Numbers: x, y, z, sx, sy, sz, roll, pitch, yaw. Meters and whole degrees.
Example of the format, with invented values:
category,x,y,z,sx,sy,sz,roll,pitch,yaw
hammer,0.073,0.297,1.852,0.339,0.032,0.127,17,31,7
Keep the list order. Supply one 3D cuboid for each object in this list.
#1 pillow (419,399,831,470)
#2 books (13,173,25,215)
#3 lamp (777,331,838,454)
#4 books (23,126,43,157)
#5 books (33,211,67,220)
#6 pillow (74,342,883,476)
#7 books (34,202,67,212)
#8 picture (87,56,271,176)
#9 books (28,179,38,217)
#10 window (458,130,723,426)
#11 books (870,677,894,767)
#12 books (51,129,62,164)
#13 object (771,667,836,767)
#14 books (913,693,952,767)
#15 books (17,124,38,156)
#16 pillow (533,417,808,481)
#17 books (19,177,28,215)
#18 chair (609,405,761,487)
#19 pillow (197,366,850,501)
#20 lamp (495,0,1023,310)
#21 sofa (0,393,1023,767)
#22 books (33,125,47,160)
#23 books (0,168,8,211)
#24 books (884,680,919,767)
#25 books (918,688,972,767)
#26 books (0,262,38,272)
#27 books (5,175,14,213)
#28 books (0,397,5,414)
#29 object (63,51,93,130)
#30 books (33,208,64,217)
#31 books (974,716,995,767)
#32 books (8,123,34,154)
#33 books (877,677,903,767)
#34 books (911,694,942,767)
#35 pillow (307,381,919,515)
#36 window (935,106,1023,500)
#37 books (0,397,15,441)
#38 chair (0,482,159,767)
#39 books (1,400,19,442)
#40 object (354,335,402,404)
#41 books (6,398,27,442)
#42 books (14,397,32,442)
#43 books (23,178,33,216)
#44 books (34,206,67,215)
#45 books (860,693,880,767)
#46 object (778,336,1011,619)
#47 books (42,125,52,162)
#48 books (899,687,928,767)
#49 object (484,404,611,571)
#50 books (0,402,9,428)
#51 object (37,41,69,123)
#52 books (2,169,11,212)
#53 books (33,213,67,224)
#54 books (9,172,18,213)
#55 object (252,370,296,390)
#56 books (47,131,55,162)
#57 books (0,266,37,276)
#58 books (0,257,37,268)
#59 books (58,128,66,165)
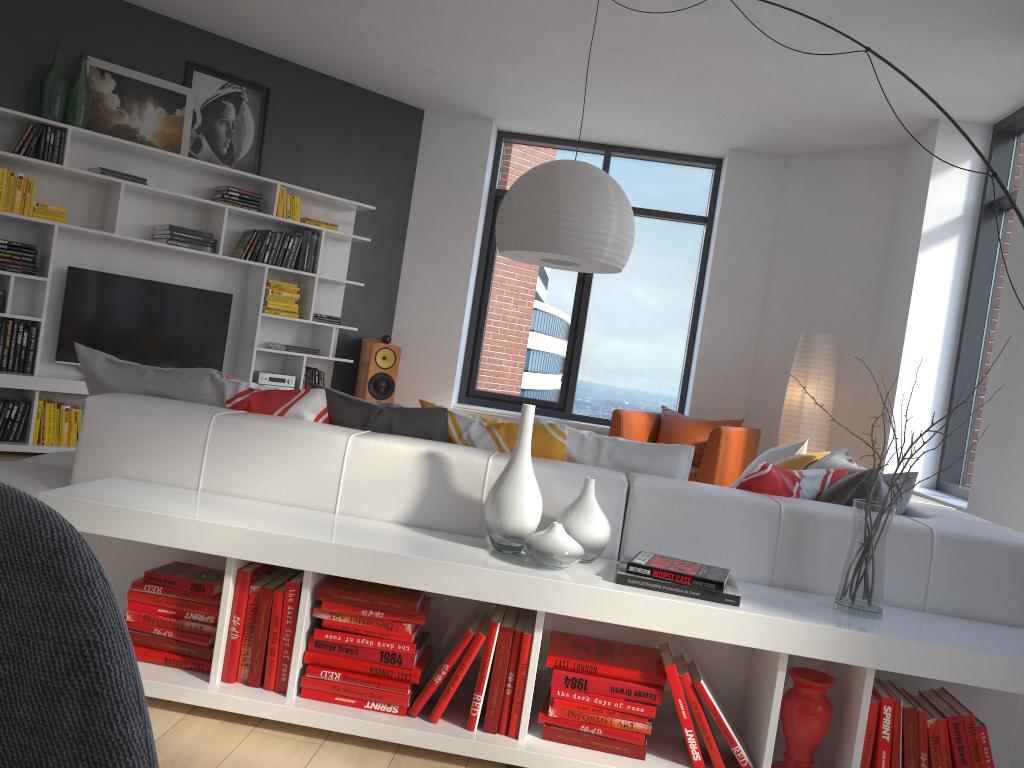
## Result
category,x,y,z,sx,sy,sz,roll,pitch,yaw
pillow,0.571,0.392,3.482,2.095,0.440,0.630,8,2,-38
books,-3.046,-1.159,5.440,0.035,0.250,0.185,8,2,-40
lamp,2.172,0.418,6.187,0.502,1.550,0.804,8,1,-35
books,-2.956,-1.480,5.451,0.074,0.212,0.154,7,2,-41
books,-2.910,-1.055,5.557,0.196,0.011,0.148,8,2,-40
pillow,-0.059,0.281,3.322,2.953,0.453,0.647,8,1,-8
books,-2.910,-1.105,5.561,0.186,0.026,0.138,8,2,-40
picture,-2.305,-1.896,6.127,1.279,0.707,0.076,8,2,-40
books,-2.988,-1.143,5.493,0.024,0.234,0.172,8,2,-40
window,0.668,-0.877,7.750,1.960,2.402,0.170,9,1,5
books,0.898,0.878,2.214,0.050,0.268,0.198,9,1,5
books,-2.862,-1.470,5.535,0.038,0.218,0.169,8,2,-40
object,0.734,0.858,2.229,0.125,0.258,0.125,8,1,-18
books,1.049,0.919,2.206,0.083,0.233,0.178,9,1,5
books,-2.986,-1.484,5.442,0.087,0.214,0.171,8,2,-40
pillow,0.790,0.401,3.715,0.580,0.456,2.156,9,1,31
books,-3.025,-1.151,5.460,0.023,0.239,0.169,8,2,-40
chair,1.266,0.623,6.546,0.896,0.858,0.843,9,1,37
pillow,0.004,0.328,2.984,2.250,0.449,0.575,9,1,2
lamp,1.194,-0.217,3.019,3.199,2.647,0.710,10,2,41
sofa,-0.052,0.548,3.813,3.424,0.732,2.614,9,1,5
books,-2.920,-1.478,5.483,0.021,0.221,0.156,8,2,-40
books,-3.120,-1.171,5.379,0.044,0.255,0.198,8,2,-40
books,0.963,0.897,2.215,0.076,0.252,0.199,9,1,5
books,1.090,0.917,2.210,0.119,0.249,0.187,9,1,5
books,-3.084,-0.724,5.452,0.270,0.025,0.189,7,2,-41
books,-3.073,-1.150,5.396,0.024,0.229,0.156,8,2,-41
books,-3.173,0.206,5.426,0.066,0.260,0.197,8,2,-40
object,-2.746,-1.855,5.630,0.157,0.507,0.157,8,1,-27
books,-2.900,-1.067,5.539,0.169,0.018,0.113,8,2,-39
books,1.155,0.936,2.210,0.103,0.230,0.173,9,1,5
books,-3.007,-1.487,5.417,0.096,0.213,0.166,7,2,-42
books,0.928,0.887,2.209,0.056,0.262,0.185,9,1,5
books,1.025,0.916,2.205,0.081,0.230,0.165,9,1,5
pillow,0.330,0.351,2.965,2.120,0.436,0.608,9,1,0
window,2.974,-0.477,5.122,0.170,2.402,1.310,9,1,5
books,-3.136,0.213,5.454,0.075,0.254,0.192,7,2,-41
chair,-0.451,0.480,0.208,0.655,0.891,0.619,9,1,11
books,-3.109,0.222,5.461,0.071,0.243,0.179,7,2,-41
object,-1.133,0.137,7.140,0.290,1.088,0.434,8,1,-25
books,-3.087,0.222,5.494,0.084,0.249,0.191,8,2,-40
books,-3.061,0.220,5.517,0.066,0.260,0.197,8,2,-40
books,-3.005,-1.146,5.473,0.024,0.234,0.172,8,2,-40
books,-2.902,-1.083,5.554,0.187,0.014,0.134,8,2,-40
books,0.860,0.881,2.210,0.026,0.250,0.168,9,1,4
object,0.962,0.222,2.213,0.406,0.744,0.607,10,2,45
books,-2.904,-1.482,5.503,0.025,0.232,0.176,8,2,-40
books,0.991,0.905,2.202,0.066,0.247,0.175,9,1,5
object,0.098,0.265,2.367,0.316,0.398,0.319,9,1,29
books,-3.140,0.221,5.419,0.069,0.242,0.172,8,2,-39
object,-2.828,-1.864,5.486,0.157,0.507,0.157,8,1,-27
books,-3.098,-1.171,5.400,0.015,0.263,0.199,8,2,-40
books,-2.911,-1.032,5.554,0.190,0.033,0.147,8,2,-40
books,-3.067,-1.162,5.424,0.019,0.251,0.180,8,2,-40
object,-1.810,0.003,6.610,0.285,0.174,0.270,8,2,-40
books,-2.885,-1.465,5.515,0.021,0.200,0.147,8,2,-40
books,-3.087,-0.699,5.450,0.263,0.026,0.189,7,2,-42
books,-3.097,-0.754,5.461,0.266,0.030,0.209,7,2,-42
books,-2.835,-1.474,5.547,0.019,0.230,0.174,8,2,-40
